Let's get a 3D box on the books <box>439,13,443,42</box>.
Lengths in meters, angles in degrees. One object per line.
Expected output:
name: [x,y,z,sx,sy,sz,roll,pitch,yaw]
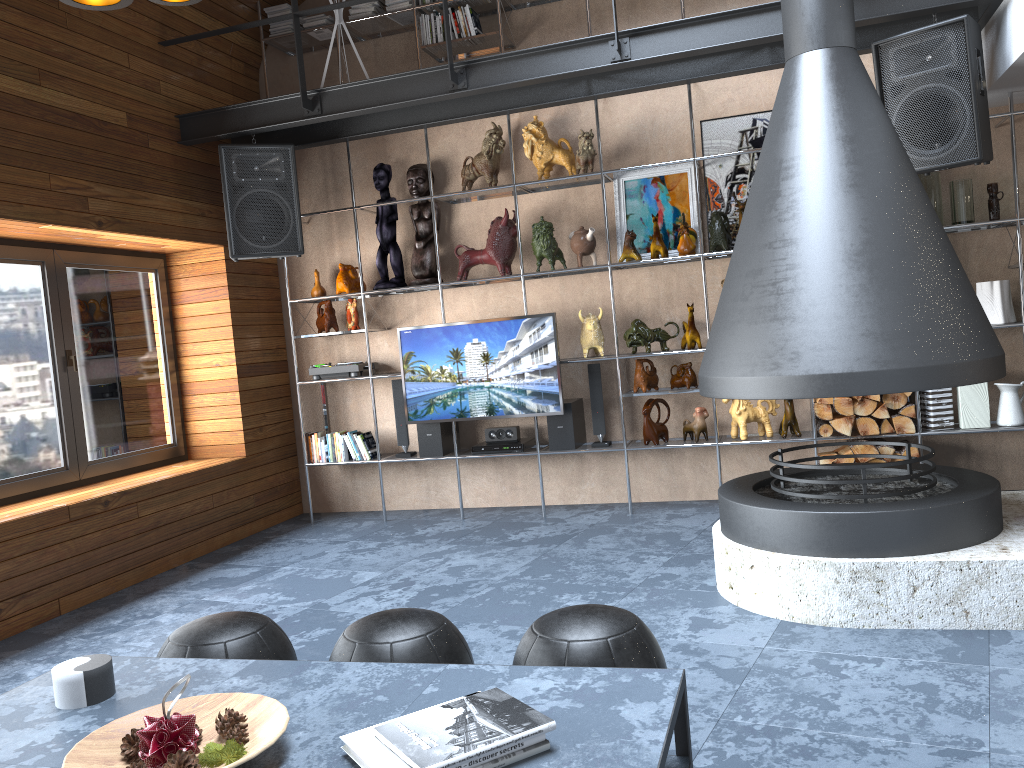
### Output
books: [-0.445,-2.305,5.792,0.008,0.198,0.111,-4,3,17]

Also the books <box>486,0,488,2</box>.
books: [-0.187,-2.576,5.714,0.021,0.203,0.129,-4,3,17]

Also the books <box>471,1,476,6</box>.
books: [-0.258,-2.572,5.734,0.018,0.206,0.148,-4,3,17]

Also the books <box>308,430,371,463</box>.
books: [-1.187,0.431,6.223,0.461,0.208,0.139,-4,3,17]

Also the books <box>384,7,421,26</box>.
books: [-0.712,-2.443,5.896,0.182,0.016,0.252,-4,3,23]

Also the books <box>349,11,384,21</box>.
books: [-0.975,-2.460,6.000,0.174,0.021,0.222,-4,3,17]

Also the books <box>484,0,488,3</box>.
books: [-0.187,-2.576,5.714,0.019,0.199,0.127,-4,3,17]

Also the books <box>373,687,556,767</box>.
books: [-0.088,0.624,1.603,0.265,0.017,0.210,-7,4,-31]

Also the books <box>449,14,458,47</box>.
books: [-0.385,-2.299,5.771,0.009,0.177,0.112,-4,3,17]

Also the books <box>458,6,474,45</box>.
books: [-0.294,-2.324,5.757,0.051,0.218,0.133,-4,3,17]

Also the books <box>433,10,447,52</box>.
books: [-0.471,-2.317,5.822,0.017,0.223,0.161,-4,3,17]

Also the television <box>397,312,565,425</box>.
television: [-0.200,-0.091,5.705,1.075,0.638,0.115,-4,3,17]

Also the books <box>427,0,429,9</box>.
books: [-0.526,-2.577,5.854,0.012,0.251,0.192,-4,3,17]

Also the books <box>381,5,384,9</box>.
books: [-0.988,-2.567,6.012,0.161,0.013,0.208,-4,3,22]

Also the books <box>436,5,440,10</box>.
books: [-0.479,-2.556,5.810,0.010,0.206,0.130,-4,3,17]

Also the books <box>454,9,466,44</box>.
books: [-0.322,-2.317,5.767,0.054,0.203,0.123,-4,3,17]

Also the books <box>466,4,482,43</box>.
books: [-0.241,-2.329,5.741,0.049,0.216,0.137,-4,3,17]

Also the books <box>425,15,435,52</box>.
books: [-0.534,-2.300,5.818,0.011,0.201,0.127,-4,3,17]

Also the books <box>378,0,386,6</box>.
books: [-0.987,-2.595,5.990,0.176,0.025,0.268,-4,3,17]

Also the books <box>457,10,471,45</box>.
books: [-0.304,-2.313,5.764,0.047,0.197,0.126,-4,3,17]

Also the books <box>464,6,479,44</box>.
books: [-0.254,-2.323,5.745,0.051,0.205,0.131,-4,3,17]

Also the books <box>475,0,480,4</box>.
books: [-0.228,-2.579,5.734,0.016,0.216,0.115,-4,3,17]

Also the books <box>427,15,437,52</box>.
books: [-0.521,-2.301,5.822,0.011,0.201,0.127,-4,3,17]

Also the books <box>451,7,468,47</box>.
books: [-0.339,-2.323,5.780,0.055,0.215,0.155,-4,3,17]

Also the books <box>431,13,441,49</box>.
books: [-0.492,-2.306,5.818,0.019,0.206,0.125,-4,3,17]

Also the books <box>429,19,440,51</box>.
books: [-0.509,-2.287,5.814,0.014,0.172,0.119,-4,3,17]

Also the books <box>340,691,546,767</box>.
books: [-0.129,0.646,1.615,0.299,0.021,0.239,-7,4,-31]

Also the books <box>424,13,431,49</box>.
books: [-0.534,-2.311,5.854,0.008,0.219,0.177,-4,3,17]

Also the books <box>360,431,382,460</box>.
books: [-0.982,0.427,6.177,0.081,0.185,0.138,-4,3,17]

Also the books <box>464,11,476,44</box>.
books: [-0.264,-2.312,5.756,0.048,0.188,0.120,-4,3,17]

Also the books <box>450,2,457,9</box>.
books: [-0.392,-2.576,5.773,0.013,0.234,0.148,-4,3,17]

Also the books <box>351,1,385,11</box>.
books: [-0.964,-2.524,5.995,0.182,0.016,0.234,-5,3,7]

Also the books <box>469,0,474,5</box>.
books: [-0.273,-2.570,5.731,0.010,0.208,0.130,-4,3,17]

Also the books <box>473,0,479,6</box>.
books: [-0.239,-2.575,5.748,0.010,0.206,0.130,-4,3,17]

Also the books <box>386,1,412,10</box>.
books: [-0.702,-2.479,5.896,0.174,0.021,0.239,-4,3,23]

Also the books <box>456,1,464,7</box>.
books: [-0.342,-2.584,5.772,0.023,0.240,0.146,-4,3,17]

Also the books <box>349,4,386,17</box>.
books: [-0.963,-2.509,5.997,0.182,0.016,0.234,-4,3,22]

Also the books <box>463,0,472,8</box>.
books: [-0.296,-2.574,5.766,0.014,0.213,0.136,-4,3,17]

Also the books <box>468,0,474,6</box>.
books: [-0.279,-2.584,5.748,0.010,0.231,0.129,-4,3,17]

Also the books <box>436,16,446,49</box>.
books: [-0.462,-2.297,5.800,0.012,0.183,0.117,-4,3,17]

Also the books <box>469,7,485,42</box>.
books: [-0.225,-2.319,5.735,0.049,0.191,0.138,-4,3,17]

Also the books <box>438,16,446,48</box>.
books: [-0.453,-2.294,5.791,0.009,0.177,0.112,-4,3,17]

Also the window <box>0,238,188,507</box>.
window: [-3.141,0.040,3.314,0.101,1.522,5.937,-4,3,17]

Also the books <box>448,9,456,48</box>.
books: [-0.407,-2.324,5.780,0.017,0.230,0.122,-4,3,17]

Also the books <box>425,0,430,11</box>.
books: [-0.539,-2.578,5.852,0.012,0.255,0.191,-4,3,17]

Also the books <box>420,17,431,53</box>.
books: [-0.569,-2.298,5.841,0.011,0.201,0.127,-4,3,17]

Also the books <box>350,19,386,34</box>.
books: [-0.985,-2.424,5.998,0.182,0.016,0.234,-4,3,17]

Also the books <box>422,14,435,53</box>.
books: [-0.544,-2.310,5.851,0.010,0.220,0.171,-4,3,17]

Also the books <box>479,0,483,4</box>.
books: [-0.219,-2.587,5.711,0.010,0.231,0.129,-4,3,17]

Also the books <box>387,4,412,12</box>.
books: [-0.697,-2.460,5.894,0.182,0.016,0.247,-4,3,17]

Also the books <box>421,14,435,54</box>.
books: [-0.554,-2.309,5.854,0.010,0.219,0.164,-4,3,17]

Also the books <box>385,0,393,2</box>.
books: [-0.704,-2.526,5.897,0.181,0.016,0.258,-4,3,19]

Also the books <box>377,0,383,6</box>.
books: [-0.982,-2.578,6.003,0.161,0.013,0.206,-5,3,12]

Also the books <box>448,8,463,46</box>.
books: [-0.360,-2.325,5.778,0.054,0.220,0.118,-4,3,17]

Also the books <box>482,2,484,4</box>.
books: [-0.203,-2.564,5.717,0.014,0.181,0.131,-4,3,17]

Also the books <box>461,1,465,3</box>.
books: [-0.313,-2.583,5.760,0.013,0.234,0.148,-4,3,17]

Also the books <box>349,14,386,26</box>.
books: [-0.969,-2.442,5.998,0.182,0.016,0.234,-5,3,12]

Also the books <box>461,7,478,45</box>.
books: [-0.278,-2.326,5.766,0.049,0.216,0.137,-4,3,17]

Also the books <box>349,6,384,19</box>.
books: [-0.977,-2.484,5.995,0.180,0.028,0.240,-5,3,7]

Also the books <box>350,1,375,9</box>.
books: [-0.976,-2.541,6.007,0.167,0.017,0.213,-5,3,12]
